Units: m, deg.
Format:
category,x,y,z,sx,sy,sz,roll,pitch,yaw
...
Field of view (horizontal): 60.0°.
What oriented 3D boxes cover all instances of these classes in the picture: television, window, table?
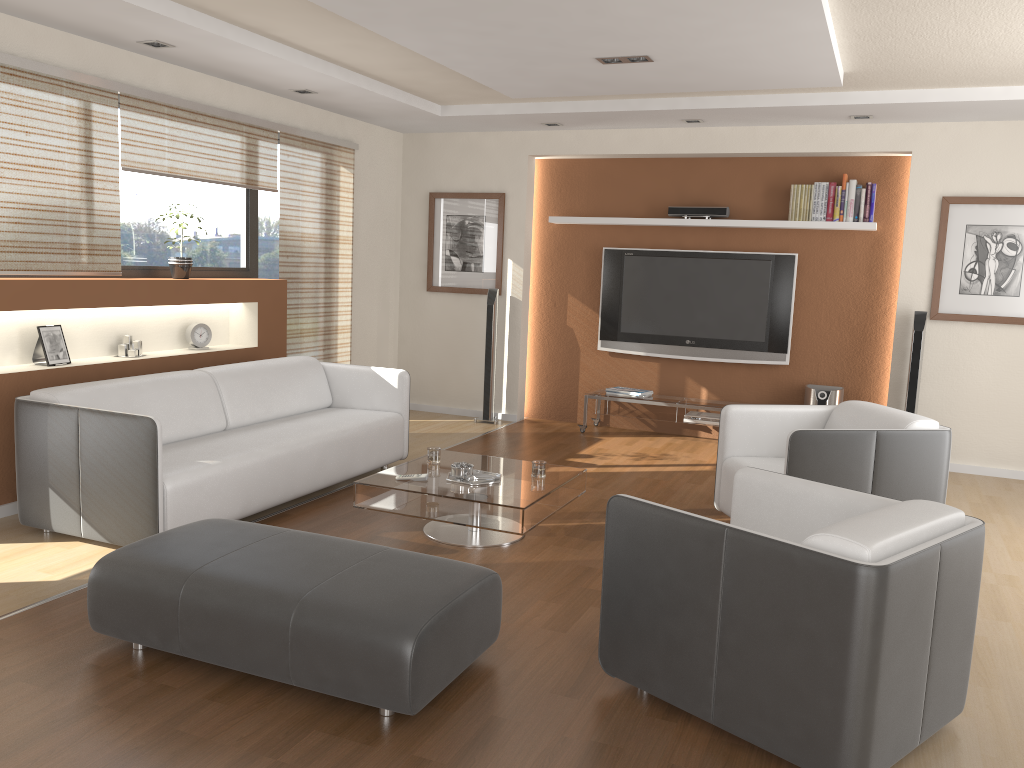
category,x,y,z,sx,sy,sz,roll,pitch,yaw
television,1.506,-0.652,7.358,1.594,0.900,0.097,6,8,22
window,-1.779,-0.818,7.096,0.010,2.162,0.889,6,8,22
table,-0.189,0.616,4.585,0.900,0.300,0.900,6,8,22
window,-2.514,-1.180,5.236,0.010,0.986,2.817,6,8,22

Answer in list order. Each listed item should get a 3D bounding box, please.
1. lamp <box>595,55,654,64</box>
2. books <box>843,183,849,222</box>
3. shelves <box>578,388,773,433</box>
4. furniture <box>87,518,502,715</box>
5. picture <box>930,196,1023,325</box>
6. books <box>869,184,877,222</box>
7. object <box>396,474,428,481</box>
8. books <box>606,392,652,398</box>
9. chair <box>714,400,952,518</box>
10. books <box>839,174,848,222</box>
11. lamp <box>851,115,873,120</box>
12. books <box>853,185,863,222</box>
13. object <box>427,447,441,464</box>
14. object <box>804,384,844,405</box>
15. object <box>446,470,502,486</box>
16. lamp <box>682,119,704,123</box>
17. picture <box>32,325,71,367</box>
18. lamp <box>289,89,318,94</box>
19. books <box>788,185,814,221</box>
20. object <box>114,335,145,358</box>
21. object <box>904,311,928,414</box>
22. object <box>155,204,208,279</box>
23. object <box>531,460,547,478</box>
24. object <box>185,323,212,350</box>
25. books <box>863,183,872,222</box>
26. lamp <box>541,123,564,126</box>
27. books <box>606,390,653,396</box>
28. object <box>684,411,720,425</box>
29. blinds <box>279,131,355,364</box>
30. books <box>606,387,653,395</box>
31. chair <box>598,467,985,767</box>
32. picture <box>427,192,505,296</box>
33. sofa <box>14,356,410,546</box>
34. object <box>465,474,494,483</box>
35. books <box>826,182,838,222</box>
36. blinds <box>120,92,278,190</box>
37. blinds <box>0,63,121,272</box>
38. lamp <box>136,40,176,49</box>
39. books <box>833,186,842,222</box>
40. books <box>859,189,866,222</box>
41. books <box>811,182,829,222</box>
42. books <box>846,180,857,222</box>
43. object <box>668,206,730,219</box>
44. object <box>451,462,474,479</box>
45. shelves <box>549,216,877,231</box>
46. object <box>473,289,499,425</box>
category,x,y,z,sx,sy,sz,roll,pitch,yaw
lamp,0.615,-1.805,4.823,0.291,0.087,0.146,6,8,22
books,2.557,-1.382,6.778,0.022,0.293,0.167,6,8,22
shelves,1.367,0.291,7.319,1.617,0.340,0.444,6,8,22
furniture,-0.746,0.742,3.101,1.291,0.301,0.685,6,8,22
picture,3.410,-0.875,6.286,0.734,0.884,0.025,6,8,22
books,2.727,-1.361,6.706,0.029,0.286,0.169,6,8,22
object,-0.498,0.462,4.406,0.158,0.029,0.064,3,8,4
books,0.984,0.078,7.445,0.326,0.017,0.228,6,9,26
chair,1.670,0.473,4.693,0.919,0.706,0.767,1,8,-12
books,2.534,-1.416,6.782,0.028,0.358,0.169,6,8,22
lamp,2.469,-1.922,6.248,0.146,0.087,0.146,6,8,22
books,2.633,-1.368,6.752,0.041,0.278,0.157,6,8,22
object,-0.424,0.386,4.811,0.079,0.077,0.079,4,8,11
object,2.414,0.287,6.922,0.286,0.518,0.323,6,8,22
object,-0.190,0.473,4.483,0.315,0.011,0.273,7,9,29
lamp,1.370,-2.028,6.703,0.146,0.087,0.146,6,8,22
picture,-2.524,-0.213,4.858,0.133,0.216,0.159,5,8,17
lamp,-1.447,-2.070,6.149,0.146,0.087,0.146,6,8,22
books,2.258,-1.402,6.902,0.167,0.275,0.195,6,8,22
object,-2.324,-0.235,5.399,0.141,0.131,0.141,2,8,0
object,2.913,0.056,6.444,0.228,1.165,0.215,6,9,27
object,-2.089,-0.910,5.672,0.342,0.477,0.268,4,8,12
object,0.139,0.440,4.586,0.079,0.077,0.079,4,8,11
object,-2.094,-0.319,5.928,0.096,0.176,0.160,8,10,37
books,2.694,-1.368,6.719,0.041,0.293,0.169,6,8,22
lamp,0.326,-2.130,7.136,0.146,0.087,0.146,6,8,22
books,0.985,0.065,7.444,0.326,0.017,0.228,9,10,39
object,1.634,0.283,7.177,0.435,0.052,0.274,6,8,22
blinds,-1.528,-0.800,6.989,0.001,2.200,0.980,6,8,22
books,0.986,0.053,7.442,0.326,0.017,0.228,8,9,34
chair,0.883,0.667,2.847,0.767,0.661,0.919,-5,10,-42
picture,-0.417,-1.247,7.871,0.734,0.884,0.025,6,8,22
sofa,-1.536,0.268,5.065,0.919,0.661,2.238,6,8,22
object,-0.156,0.469,4.423,0.147,0.035,0.051,-1,9,-26
books,2.458,-1.391,6.817,0.053,0.293,0.169,6,8,22
blinds,-1.971,-1.539,5.748,0.001,0.441,1.432,6,8,22
blinds,-2.545,-1.085,4.467,0.001,1.044,1.432,6,8,22
lamp,-1.973,-1.924,4.914,0.146,0.087,0.146,6,8,22
books,2.497,-1.373,6.793,0.041,0.266,0.186,6,8,22
books,2.662,-1.349,6.736,0.028,0.248,0.169,6,8,22
books,2.386,-1.400,6.852,0.104,0.295,0.146,6,8,22
books,2.588,-1.388,6.757,0.050,0.313,0.179,6,8,22
object,1.517,-1.390,7.211,0.470,0.109,0.182,6,8,22
object,-0.251,0.435,4.479,0.118,0.079,0.117,7,9,29
shelves,1.556,-1.308,7.208,2.612,0.050,0.200,6,8,22
object,-0.183,-0.245,7.727,0.228,1.165,0.215,5,8,17
